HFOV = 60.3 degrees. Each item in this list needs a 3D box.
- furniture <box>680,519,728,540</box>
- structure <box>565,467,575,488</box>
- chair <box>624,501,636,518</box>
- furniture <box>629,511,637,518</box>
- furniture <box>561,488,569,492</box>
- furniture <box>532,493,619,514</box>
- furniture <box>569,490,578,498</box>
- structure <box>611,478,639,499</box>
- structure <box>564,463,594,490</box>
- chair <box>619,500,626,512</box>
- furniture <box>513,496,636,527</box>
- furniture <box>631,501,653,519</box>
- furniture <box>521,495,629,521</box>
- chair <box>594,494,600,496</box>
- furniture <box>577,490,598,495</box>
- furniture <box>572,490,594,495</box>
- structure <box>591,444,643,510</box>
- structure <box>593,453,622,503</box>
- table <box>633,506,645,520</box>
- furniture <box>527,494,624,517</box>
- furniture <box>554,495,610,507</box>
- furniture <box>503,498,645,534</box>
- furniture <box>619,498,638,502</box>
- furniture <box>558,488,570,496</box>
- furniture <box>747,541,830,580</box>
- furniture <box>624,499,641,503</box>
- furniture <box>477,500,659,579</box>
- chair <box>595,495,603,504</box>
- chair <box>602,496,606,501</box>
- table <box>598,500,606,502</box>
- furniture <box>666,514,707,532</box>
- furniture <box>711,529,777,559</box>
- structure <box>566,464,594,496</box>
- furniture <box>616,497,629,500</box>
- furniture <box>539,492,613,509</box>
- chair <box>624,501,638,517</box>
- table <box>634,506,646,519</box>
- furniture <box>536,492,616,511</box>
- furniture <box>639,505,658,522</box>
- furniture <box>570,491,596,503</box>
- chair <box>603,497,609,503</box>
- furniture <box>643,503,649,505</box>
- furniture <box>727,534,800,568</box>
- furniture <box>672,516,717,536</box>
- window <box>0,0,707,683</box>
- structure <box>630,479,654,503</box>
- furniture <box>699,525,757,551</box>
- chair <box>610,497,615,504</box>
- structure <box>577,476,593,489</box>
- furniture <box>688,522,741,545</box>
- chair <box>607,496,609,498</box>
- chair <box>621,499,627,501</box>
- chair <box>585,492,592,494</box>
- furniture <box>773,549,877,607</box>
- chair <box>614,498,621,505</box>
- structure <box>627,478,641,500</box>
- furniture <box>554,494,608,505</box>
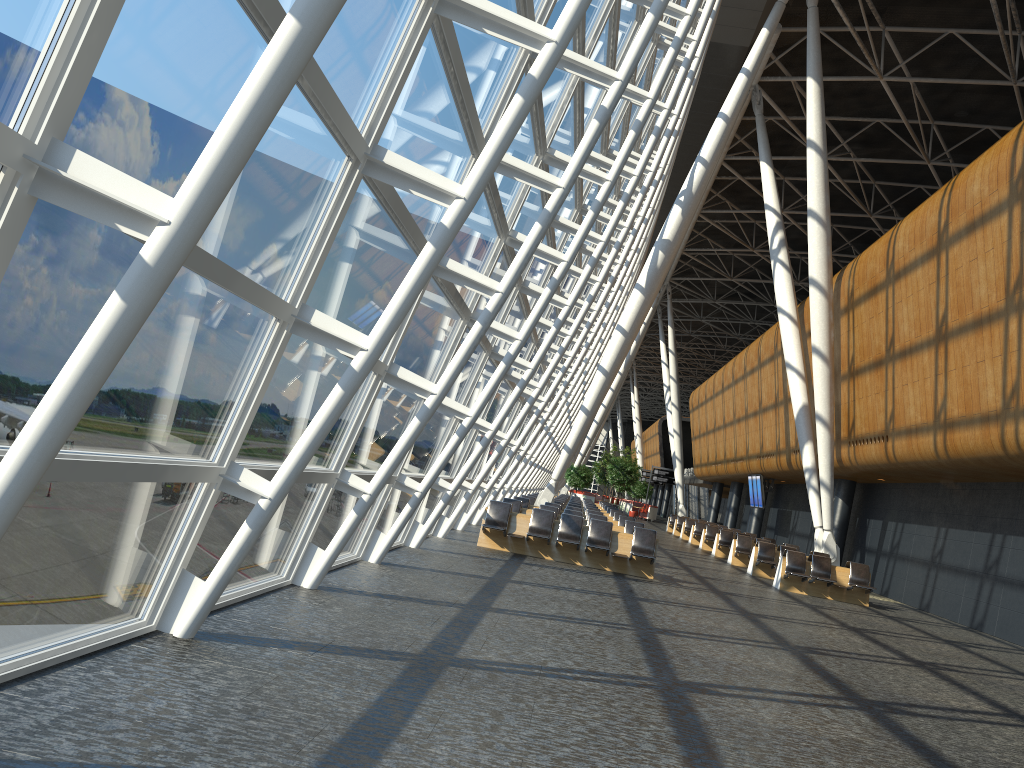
[{"bbox_3d":[8.114,6.257,37.115,1.893,0.868,1.668,10,-4,5],"label":"furniture"},{"bbox_3d":[4.686,7.490,65.249,1.774,2.812,1.789,11,-2,-38],"label":"structure"},{"bbox_3d":[7.773,8.183,57.508,0.629,1.010,0.655,11,-2,-40],"label":"chair"},{"bbox_3d":[7.527,8.171,55.068,0.440,0.459,0.446,10,-3,17],"label":"furniture"},{"bbox_3d":[6.037,10.475,82.540,3.246,0.868,1.668,10,-4,5],"label":"furniture"},{"bbox_3d":[2.181,4.581,31.317,3.246,0.868,1.668,10,-4,5],"label":"furniture"},{"bbox_3d":[4.305,7.727,59.288,0.884,1.006,2.854,10,-5,18],"label":"furniture"},{"bbox_3d":[8.721,8.302,69.287,2.267,3.475,2.234,10,-1,17],"label":"structure"},{"bbox_3d":[4.271,6.570,57.703,1.931,2.967,1.855,11,-1,-21],"label":"structure"},{"bbox_3d":[7.512,8.252,58.658,0.617,1.010,0.668,9,-2,40],"label":"chair"},{"bbox_3d":[1.506,3.548,22.343,3.246,0.868,1.668,10,-4,5],"label":"furniture"},{"bbox_3d":[8.563,8.545,59.650,0.896,1.006,2.813,12,-5,-27],"label":"furniture"},{"bbox_3d":[1.731,3.892,25.334,3.246,0.868,1.668,10,-4,5],"label":"furniture"},{"bbox_3d":[5.997,8.603,64.876,0.617,1.010,0.667,10,-2,30],"label":"chair"},{"bbox_3d":[6.413,9.744,75.392,2.859,1.007,0.881,15,-5,-43],"label":"furniture"},{"bbox_3d":[5.153,8.341,63.819,0.896,1.006,2.813,12,-5,-27],"label":"furniture"},{"bbox_3d":[6.624,6.232,57.976,3.095,4.530,5.815,10,-3,-2],"label":"structure"},{"bbox_3d":[8.248,8.138,73.859,3.069,4.531,5.802,10,-3,28],"label":"structure"},{"bbox_3d":[7.941,8.132,55.394,0.793,0.749,0.806,9,-3,21],"label":"table"},{"bbox_3d":[1.956,4.237,28.325,3.246,0.868,1.668,10,-4,5],"label":"furniture"},{"bbox_3d":[2.857,5.613,40.291,3.246,0.868,1.668,10,-4,5],"label":"furniture"},{"bbox_3d":[1.280,3.204,19.351,3.246,0.868,1.668,10,-4,5],"label":"furniture"},{"bbox_3d":[9.075,9.773,70.844,2.859,1.007,0.881,15,-5,-43],"label":"furniture"},{"bbox_3d":[5.811,10.131,79.549,3.246,0.868,1.668,10,-4,5],"label":"furniture"},{"bbox_3d":[6.988,4.536,22.157,1.893,0.868,1.668,10,-4,5],"label":"furniture"},{"bbox_3d":[9.126,9.405,67.124,0.896,1.006,2.813,12,-5,-27],"label":"furniture"},{"bbox_3d":[1.055,2.860,16.360,3.246,0.868,1.668,10,-4,5],"label":"furniture"},{"bbox_3d":[5.434,7.743,57.402,0.617,1.010,0.667,10,-2,30],"label":"chair"},{"bbox_3d":[6.246,8.512,63.524,0.655,1.010,0.628,10,-2,30],"label":"chair"},{"bbox_3d":[5.535,7.650,54.996,0.805,0.749,0.795,12,-3,-24],"label":"table"},{"bbox_3d":[8.565,6.946,43.098,1.893,0.868,1.668,10,-4,5],"label":"furniture"},{"bbox_3d":[7.439,5.225,28.140,1.893,0.868,1.668,10,-4,5],"label":"furniture"},{"bbox_3d":[4.124,6.346,54.802,1.750,2.778,1.765,11,-2,-38],"label":"structure"},{"bbox_3d":[13.321,14.217,106.287,1.893,0.868,1.668,10,-4,5],"label":"furniture"},{"bbox_3d":[2.631,5.269,37.300,3.246,0.868,1.668,10,-4,5],"label":"furniture"},{"bbox_3d":[7.639,8.047,56.403,0.668,1.010,0.617,12,-2,-40],"label":"chair"},{"bbox_3d":[8.179,8.329,56.910,0.793,0.749,0.806,9,-3,21],"label":"table"},{"bbox_3d":[2.406,4.925,34.308,3.246,0.868,1.668,10,-4,5],"label":"furniture"},{"bbox_3d":[8.849,8.300,56.706,0.884,1.006,2.854,10,-5,18],"label":"furniture"},{"bbox_3d":[4.590,7.481,56.345,0.896,1.006,2.813,12,-5,-27],"label":"furniture"},{"bbox_3d":[5.684,7.652,56.050,0.655,1.010,0.628,10,-2,30],"label":"chair"},{"bbox_3d":[9.411,9.160,64.180,0.884,1.006,2.854,10,-5,18],"label":"furniture"},{"bbox_3d":[7.214,4.880,25.149,1.893,0.868,1.668,10,-4,5],"label":"furniture"},{"bbox_3d":[8.339,6.601,40.106,1.893,0.868,1.668,10,-4,5],"label":"furniture"},{"bbox_3d":[6.477,3.880,82.921,3.713,14.009,167.083,10,-6,5],"label":"window"},{"bbox_3d":[9.554,8.444,65.676,1.750,2.778,1.765,11,-2,-38],"label":"structure"},{"bbox_3d":[7.664,5.569,31.132,1.893,0.868,1.668,10,-4,5],"label":"furniture"},{"bbox_3d":[7.886,9.195,67.296,0.655,1.010,0.629,9,-2,40],"label":"chair"},{"bbox_3d":[4.669,7.130,61.924,1.801,2.850,1.817,11,-2,-38],"label":"structure"},{"bbox_3d":[7.889,5.913,34.123,1.893,0.868,1.668,10,-4,5],"label":"furniture"},{"bbox_3d":[7.879,9.589,71.196,0.663,1.010,0.621,11,-1,-10],"label":"chair"},{"bbox_3d":[8.202,8.907,63.877,0.668,1.010,0.617,12,-2,-40],"label":"chair"},{"bbox_3d":[6.014,9.316,71.884,0.628,1.010,0.656,11,-2,-30],"label":"chair"},{"bbox_3d":[6.763,4.192,19.166,1.893,0.868,1.668,10,-4,5],"label":"furniture"},{"bbox_3d":[7.323,8.335,59.822,0.655,1.010,0.629,9,-2,40],"label":"chair"},{"bbox_3d":[10.671,9.587,76.027,1.902,2.994,1.919,11,-2,-38],"label":"structure"},{"bbox_3d":[3.082,5.958,43.283,3.246,0.868,1.668,10,-4,5],"label":"furniture"}]
